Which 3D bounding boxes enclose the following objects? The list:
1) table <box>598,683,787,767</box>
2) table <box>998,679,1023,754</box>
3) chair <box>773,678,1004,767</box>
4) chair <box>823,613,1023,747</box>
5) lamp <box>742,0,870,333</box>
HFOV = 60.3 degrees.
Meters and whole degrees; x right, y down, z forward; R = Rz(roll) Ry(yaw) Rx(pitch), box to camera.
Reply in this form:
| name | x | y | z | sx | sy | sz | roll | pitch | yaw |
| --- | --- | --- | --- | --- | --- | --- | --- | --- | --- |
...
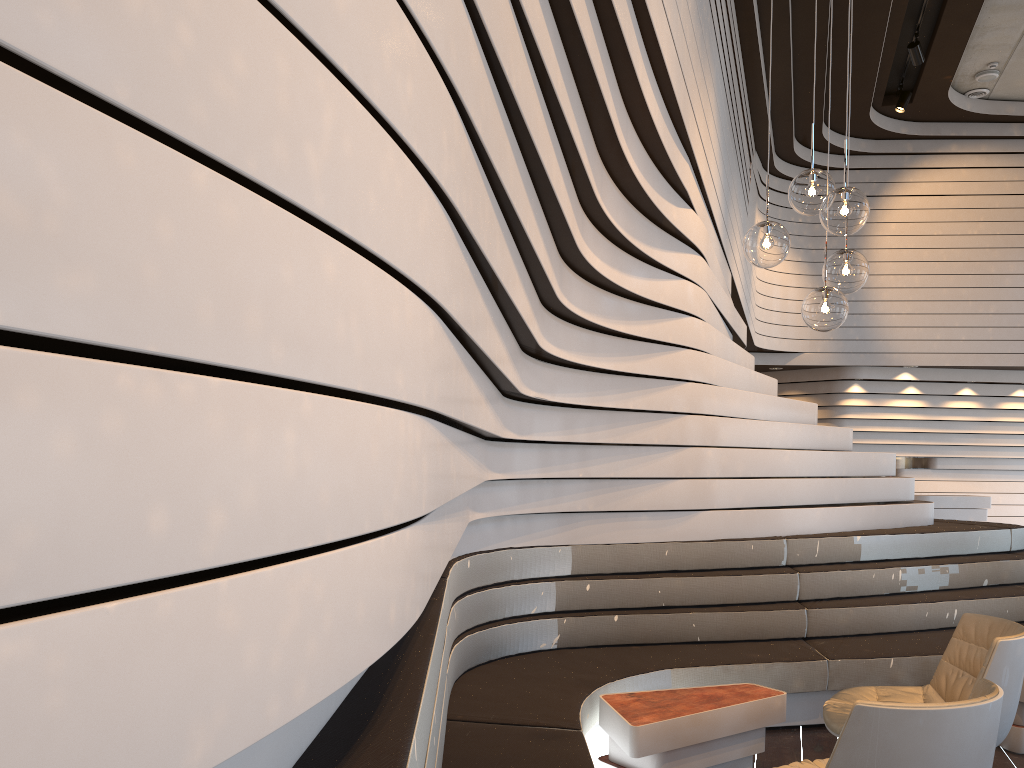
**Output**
| name | x | y | z | sx | sy | sz | roll | pitch | yaw |
| --- | --- | --- | --- | --- | --- | --- | --- | --- | --- |
| table | 0.708 | 1.503 | 3.716 | 0.902 | 0.371 | 0.416 | 3 | -3 | -35 |
| table | 2.681 | 1.583 | 4.345 | 0.904 | 0.371 | 0.415 | 1 | -2 | -9 |
| chair | 1.013 | 1.216 | 2.571 | 0.654 | 0.767 | 0.714 | 1 | -2 | -28 |
| chair | 1.585 | 1.293 | 3.419 | 0.712 | 0.767 | 0.655 | 0 | -1 | 17 |
| lamp | 1.159 | -2.561 | 3.160 | 0.530 | 4.721 | 0.333 | 0 | 2 | -20 |
